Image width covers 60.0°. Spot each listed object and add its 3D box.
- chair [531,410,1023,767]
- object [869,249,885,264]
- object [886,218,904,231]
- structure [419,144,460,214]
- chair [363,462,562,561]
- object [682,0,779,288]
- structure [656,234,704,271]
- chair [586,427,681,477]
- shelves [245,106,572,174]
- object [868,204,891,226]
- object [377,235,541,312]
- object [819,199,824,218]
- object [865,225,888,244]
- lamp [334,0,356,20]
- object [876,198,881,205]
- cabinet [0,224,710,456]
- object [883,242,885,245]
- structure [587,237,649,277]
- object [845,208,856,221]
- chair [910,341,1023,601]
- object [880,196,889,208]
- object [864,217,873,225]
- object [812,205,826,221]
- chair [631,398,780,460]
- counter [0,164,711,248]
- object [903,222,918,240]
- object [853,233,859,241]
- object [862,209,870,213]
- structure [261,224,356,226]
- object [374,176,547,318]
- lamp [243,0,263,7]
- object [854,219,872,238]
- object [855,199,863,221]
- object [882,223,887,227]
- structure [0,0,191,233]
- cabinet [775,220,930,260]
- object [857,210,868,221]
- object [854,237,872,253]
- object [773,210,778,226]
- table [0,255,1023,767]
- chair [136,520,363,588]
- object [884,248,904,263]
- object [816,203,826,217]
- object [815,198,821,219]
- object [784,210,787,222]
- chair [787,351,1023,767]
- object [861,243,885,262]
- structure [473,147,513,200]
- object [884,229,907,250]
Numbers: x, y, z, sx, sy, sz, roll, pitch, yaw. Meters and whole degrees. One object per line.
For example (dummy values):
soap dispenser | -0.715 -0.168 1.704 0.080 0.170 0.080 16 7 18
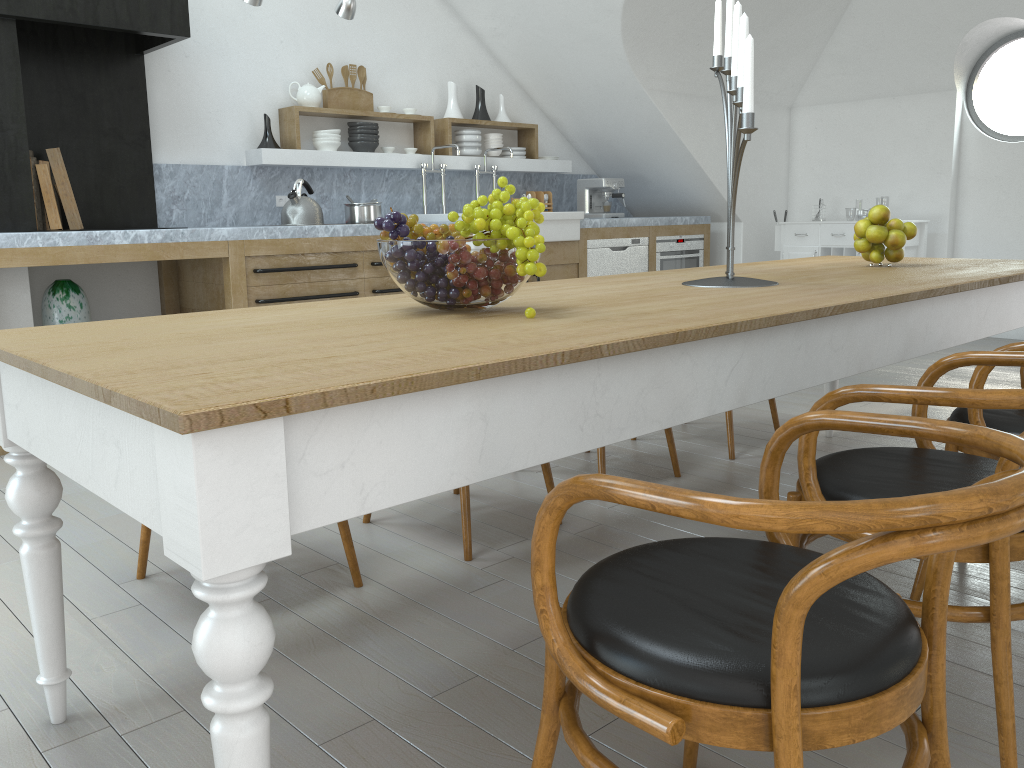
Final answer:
chair | 0.346 0.412 1.194 0.528 0.731 0.623 -9 13 -39
object | 1.269 -0.444 3.084 0.051 0.050 0.050 -9 13 -38
object | 1.323 -0.544 3.063 0.053 0.057 0.058 -6 11 -28
structure | -0.450 -1.385 6.157 0.333 0.527 0.215 4 11 27
chair | -0.208 0.095 2.907 0.622 0.731 0.529 8 13 43
object | 0.630 -0.722 2.491 0.266 0.871 0.778 3 11 21
structure | 1.152 -0.910 7.324 0.634 0.633 0.632 -10 13 -42
chair | 0.284 -0.015 3.439 0.528 0.731 0.623 -9 13 -39
shelves | -1.529 -1.988 5.203 0.481 1.355 5.567 7 13 41
object | 1.281 -0.588 3.090 0.072 0.074 0.072 -10 13 -42
object | -0.110 -0.239 1.929 0.360 0.159 0.361 4 12 27
object | 2.537 -1.434 7.276 0.024 0.163 0.039 -6 11 -30
object | 1.252 -0.514 3.042 0.071 0.063 0.072 7 13 40
lamp | -0.907 -2.115 4.929 0.169 0.175 0.113 7 13 39
object | 2.833 -1.347 6.841 0.054 0.178 0.054 3 10 24
cabinet | -1.015 -0.425 5.575 6.445 1.017 1.006 -11 14 -42
object | 1.350 -0.519 3.138 0.076 0.076 0.077 1 10 14
structure | 0.598 -0.710 6.835 0.726 0.819 0.600 -10 13 -42
object | 2.623 -1.311 6.868 0.082 0.105 0.082 -7 11 -29
chair | 1.393 0.203 2.188 0.622 0.731 0.529 8 13 42
object | 2.849 -1.340 6.780 0.063 0.186 0.063 5 11 32
object | 1.285 -0.572 3.174 0.062 0.059 0.062 -10 13 -41
object | 2.530 -1.405 7.304 0.067 0.137 0.101 -10 13 -42
chair | 0.820 -0.116 3.917 0.622 0.731 0.529 8 13 43
counter | -0.991 -1.244 5.510 6.592 0.617 0.964 -11 14 -42
object | 1.377 -0.532 3.084 0.063 0.063 0.062 1 10 9
object | 1.254 -0.525 3.168 0.062 0.059 0.062 -9 13 -38
object | 2.773 -1.313 6.895 0.094 0.093 0.094 6 12 34
structure | -1.126 -0.939 5.331 0.739 0.041 0.649 -11 15 -42
object | -0.104 -0.295 1.891 0.394 0.283 0.294 1 10 11
lamp | -1.333 -2.030 4.544 0.115 0.177 0.165 -5 11 -24
object | 1.234 -0.543 3.109 0.066 0.071 0.073 2 10 16
object | 2.697 -1.350 6.895 0.048 0.168 0.048 5 11 34
object | 1.305 -0.548 3.129 0.053 0.050 0.053 2 11 18
structure | -2.250 -1.709 4.379 1.078 1.876 0.782 -10 13 -42
cabinet | 2.656 -0.895 7.042 0.498 0.785 1.137 -10 13 -42
object | 2.703 -1.296 6.837 0.077 0.085 0.077 6 12 34
object | 1.225 -0.485 3.095 0.060 0.055 0.060 8 13 41
object | 2.199 -1.300 7.321 0.088 0.267 0.029 2 10 20
table | 0.530 0.123 2.503 3.357 0.795 1.021 -11 14 -42
chair | -0.779 0.190 2.464 0.528 0.731 0.623 -10 13 -42
object | 1.337 -0.456 3.098 0.064 0.063 0.063 -7 12 -31
object | 2.536 -1.425 7.305 0.029 0.136 0.097 -9 12 -39
object | 2.526 -1.442 7.309 0.054 0.174 0.039 -10 13 -42
object | 2.236 -1.293 7.281 0.029 0.267 0.088 -4 10 -16
chair | 0.850 0.304 1.711 0.528 0.731 0.623 -10 13 -42
object | 1.282 -0.471 3.147 0.080 0.073 0.079 -1 10 2
structure | -0.093 -1.454 6.485 0.333 0.527 0.215 4 11 27
object | 1.314 -0.494 3.039 0.071 0.072 0.071 1 10 12
